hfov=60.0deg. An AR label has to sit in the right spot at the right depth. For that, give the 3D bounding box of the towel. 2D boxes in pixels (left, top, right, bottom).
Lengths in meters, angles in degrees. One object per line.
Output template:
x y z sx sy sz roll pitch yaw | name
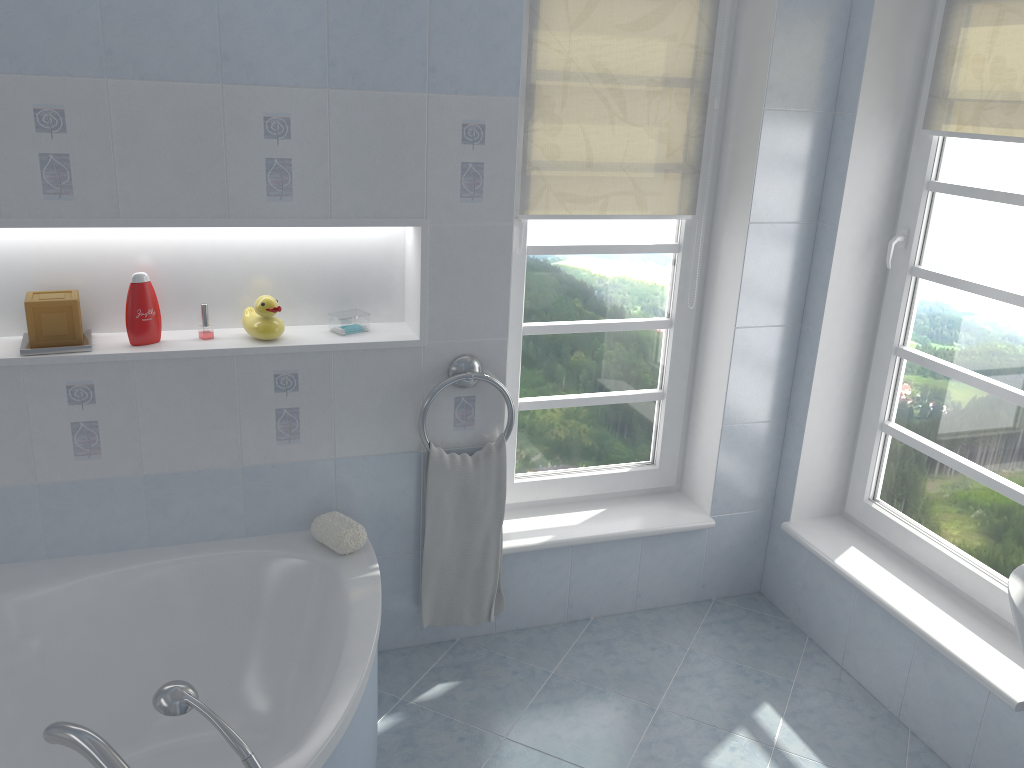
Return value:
-0.138 0.454 2.684 0.280 0.635 0.083 -3 20 -18 | towel

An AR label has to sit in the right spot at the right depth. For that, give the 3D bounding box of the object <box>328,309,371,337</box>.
-0.463 -0.175 2.526 0.102 0.053 0.072 -15 25 -42 | object

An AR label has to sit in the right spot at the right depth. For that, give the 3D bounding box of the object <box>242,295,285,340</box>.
-0.675 -0.184 2.411 0.132 0.122 0.095 15 22 33 | object

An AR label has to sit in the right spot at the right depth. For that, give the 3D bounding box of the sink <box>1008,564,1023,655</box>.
1.177 0.543 1.540 0.533 0.489 0.634 -4 20 -19 | sink

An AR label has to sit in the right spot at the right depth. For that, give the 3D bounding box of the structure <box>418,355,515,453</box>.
-0.132 0.081 2.579 0.291 0.332 0.051 -4 20 -19 | structure

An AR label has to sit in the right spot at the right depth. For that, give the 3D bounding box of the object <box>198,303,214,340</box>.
-0.824 -0.168 2.384 0.030 0.096 0.030 19 24 39 | object

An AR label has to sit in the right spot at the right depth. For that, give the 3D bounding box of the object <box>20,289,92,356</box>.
-1.164 -0.162 2.258 0.160 0.130 0.160 -6 20 -24 | object

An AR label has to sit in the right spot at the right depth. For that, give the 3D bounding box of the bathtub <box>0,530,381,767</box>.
-0.951 0.832 1.722 1.596 0.670 1.578 -4 20 -19 | bathtub

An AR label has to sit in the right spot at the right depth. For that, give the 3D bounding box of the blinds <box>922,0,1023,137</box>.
1.326 -0.952 2.122 0.046 0.732 0.800 -4 20 -19 | blinds

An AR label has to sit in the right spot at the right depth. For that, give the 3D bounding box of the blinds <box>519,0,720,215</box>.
0.336 -0.992 2.566 0.598 1.032 0.046 -4 20 -19 | blinds

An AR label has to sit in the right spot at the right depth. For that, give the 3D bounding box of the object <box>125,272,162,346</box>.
-0.958 -0.195 2.301 0.092 0.190 0.044 -15 25 -42 | object

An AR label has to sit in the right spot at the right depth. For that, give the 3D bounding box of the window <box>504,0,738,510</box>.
0.300 -0.568 2.767 0.758 2.067 0.142 -4 20 -19 | window

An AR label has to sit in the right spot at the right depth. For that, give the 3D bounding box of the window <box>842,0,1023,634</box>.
1.352 -0.370 2.333 0.142 2.067 0.963 -4 20 -19 | window

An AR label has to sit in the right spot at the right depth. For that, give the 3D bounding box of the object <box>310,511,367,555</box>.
-0.486 0.416 2.486 0.165 0.077 0.105 19 24 39 | object
